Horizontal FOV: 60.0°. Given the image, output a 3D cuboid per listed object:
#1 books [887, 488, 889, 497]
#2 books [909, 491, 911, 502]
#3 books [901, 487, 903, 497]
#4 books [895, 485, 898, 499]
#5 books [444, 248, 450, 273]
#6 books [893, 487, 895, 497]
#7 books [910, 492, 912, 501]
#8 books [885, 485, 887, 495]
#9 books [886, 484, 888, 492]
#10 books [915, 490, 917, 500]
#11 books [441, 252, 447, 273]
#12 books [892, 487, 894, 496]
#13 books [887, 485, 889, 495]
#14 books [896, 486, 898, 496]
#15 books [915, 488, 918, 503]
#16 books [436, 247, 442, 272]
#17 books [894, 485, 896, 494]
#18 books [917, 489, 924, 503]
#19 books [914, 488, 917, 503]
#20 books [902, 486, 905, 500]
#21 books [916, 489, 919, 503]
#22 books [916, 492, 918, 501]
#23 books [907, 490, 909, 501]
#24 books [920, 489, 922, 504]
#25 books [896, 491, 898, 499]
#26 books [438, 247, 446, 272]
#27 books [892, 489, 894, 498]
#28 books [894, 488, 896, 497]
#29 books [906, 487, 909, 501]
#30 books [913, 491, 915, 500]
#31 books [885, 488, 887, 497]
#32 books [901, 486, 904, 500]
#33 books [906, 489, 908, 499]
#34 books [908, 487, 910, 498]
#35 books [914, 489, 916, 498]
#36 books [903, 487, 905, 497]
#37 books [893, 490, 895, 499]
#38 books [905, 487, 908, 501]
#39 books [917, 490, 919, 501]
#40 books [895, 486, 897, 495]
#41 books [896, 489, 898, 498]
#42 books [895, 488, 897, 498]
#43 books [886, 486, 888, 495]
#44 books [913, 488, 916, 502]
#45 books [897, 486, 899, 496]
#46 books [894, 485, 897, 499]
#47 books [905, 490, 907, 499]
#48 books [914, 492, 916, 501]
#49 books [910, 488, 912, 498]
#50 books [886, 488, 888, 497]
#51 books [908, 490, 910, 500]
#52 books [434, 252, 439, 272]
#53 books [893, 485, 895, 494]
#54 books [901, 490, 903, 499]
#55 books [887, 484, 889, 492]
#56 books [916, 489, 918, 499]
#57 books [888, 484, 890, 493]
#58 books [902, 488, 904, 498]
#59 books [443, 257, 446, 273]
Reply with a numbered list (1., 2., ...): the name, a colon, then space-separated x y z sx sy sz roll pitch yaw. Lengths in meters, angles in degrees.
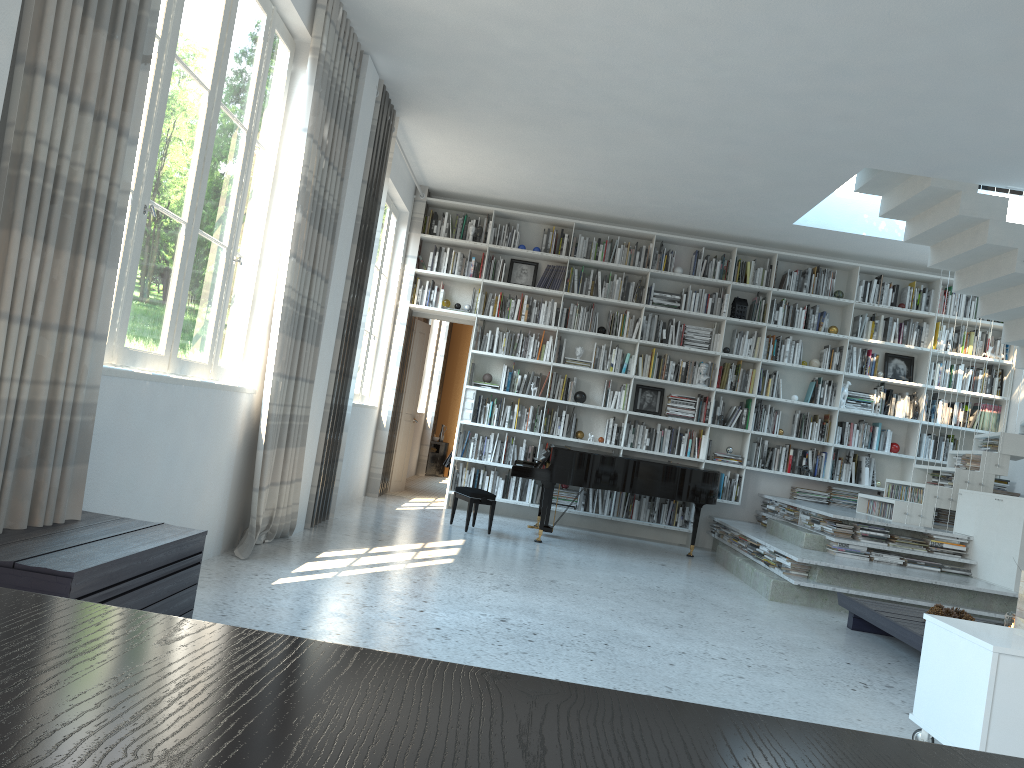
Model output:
1. books: 3.550 0.999 8.220 0.125 0.125 0.007 9 -2 1
2. books: 3.540 0.976 7.749 0.125 0.125 0.012 9 -2 1
3. books: 3.544 0.984 7.919 0.125 0.125 0.007 9 -2 1
4. books: 3.546 0.990 8.036 0.125 0.125 0.007 9 -2 1
5. books: -0.678 -1.272 9.303 0.021 0.286 0.179 9 -2 2
6. books: 3.547 0.993 8.090 0.125 0.125 0.009 9 -2 1
7. books: 3.540 0.975 7.725 0.125 0.125 0.009 9 -2 1
8. books: 3.551 1.002 8.274 0.125 0.125 0.008 9 -2 1
9. books: 3.551 1.001 8.258 0.125 0.125 0.009 9 -2 1
10. books: 3.538 0.970 7.632 0.125 0.125 0.010 9 -2 1
11. books: -0.714 -1.253 9.329 0.024 0.239 0.155 9 -2 2
12. books: 3.548 0.994 8.115 0.125 0.125 0.010 9 -2 1
13. books: 3.550 1.000 8.228 0.125 0.125 0.009 9 -2 1
14. books: 3.546 0.990 8.028 0.125 0.125 0.007 9 -2 1
15. books: 3.538 0.970 7.623 0.125 0.125 0.008 9 -2 1
16. books: -0.761 -1.284 9.309 0.023 0.282 0.186 9 -2 2
17. books: 3.547 0.992 8.074 0.125 0.125 0.008 9 -2 1
18. books: 3.537 0.968 7.583 0.125 0.125 0.011 9 -2 1
19. books: 3.538 0.970 7.639 0.125 0.125 0.010 9 -2 1
20. books: 3.543 0.983 7.886 0.125 0.125 0.008 9 -2 1
21. books: 3.537 0.968 7.600 0.125 0.125 0.007 9 -2 1
22. books: 3.537 0.969 7.608 0.125 0.125 0.008 9 -2 1
23. books: 3.541 0.978 7.790 0.125 0.125 0.016 9 -2 1
24. books: 3.536 0.967 7.533 0.125 0.123 0.034 9 -2 1
25. books: 3.546 0.989 8.013 0.125 0.125 0.008 9 -2 1
26. books: -0.735 -1.281 9.331 0.028 0.288 0.132 9 -2 2
27. books: 3.548 0.994 8.106 0.125 0.125 0.007 9 -2 1
28. books: 3.547 0.992 8.067 0.125 0.125 0.008 9 -2 1
29. books: 3.541 0.978 7.801 0.125 0.125 0.009 9 -2 1
30. books: 3.539 0.972 7.667 0.125 0.125 0.007 9 -2 1
31. books: 3.551 1.002 8.266 0.125 0.125 0.008 9 -2 1
32. books: 3.544 0.984 7.904 0.125 0.125 0.007 9 -2 1
33. books: 3.542 0.979 7.811 0.125 0.125 0.011 9 -2 1
34. books: 3.541 0.977 7.775 0.125 0.125 0.013 9 -2 1
35. books: 3.538 0.971 7.653 0.125 0.125 0.008 9 -2 1
36. books: 3.543 0.982 7.878 0.125 0.125 0.008 9 -2 1
37. books: 3.547 0.993 8.082 0.125 0.125 0.007 9 -2 1
38. books: 3.542 0.979 7.821 0.125 0.125 0.009 9 -2 1
39. books: 3.537 0.968 7.593 0.125 0.125 0.008 9 -2 1
40. books: 3.547 0.991 8.051 0.125 0.125 0.008 9 -2 1
41. books: 3.546 0.989 8.021 0.125 0.125 0.007 9 -2 1
42. books: 3.546 0.991 8.043 0.125 0.125 0.008 9 -2 1
43. books: 3.551 1.001 8.250 0.125 0.125 0.008 9 -2 1
44. books: 3.539 0.971 7.660 0.125 0.125 0.008 9 -2 1
45. books: 3.546 0.989 8.006 0.125 0.125 0.008 9 -2 1
46. books: 3.547 0.991 8.059 0.125 0.125 0.008 9 -2 1
47. books: 3.542 0.980 7.831 0.125 0.125 0.013 9 -2 1
48. books: 3.538 0.971 7.646 0.125 0.125 0.008 9 -2 1
49. books: 3.540 0.976 7.739 0.125 0.125 0.018 9 -2 1
50. books: 3.550 1.001 8.243 0.125 0.125 0.007 9 -2 1
51. books: 3.541 0.977 7.767 0.125 0.125 0.009 9 -2 1
52. books: -0.788 -1.260 9.314 0.022 0.228 0.171 9 -2 2
53. books: 3.547 0.993 8.097 0.125 0.125 0.009 9 -2 1
54. books: 3.544 0.984 7.912 0.125 0.125 0.007 9 -2 1
55. books: 3.550 1.000 8.235 0.125 0.125 0.008 9 -2 1
56. books: 3.538 0.969 7.615 0.125 0.125 0.008 9 -2 1
57. books: 3.550 0.999 8.213 0.125 0.125 0.008 9 -2 1
58. books: 3.543 0.983 7.896 0.125 0.125 0.010 9 -2 1
59. books: -0.699 -1.236 9.318 0.010 0.208 0.165 9 -2 2
